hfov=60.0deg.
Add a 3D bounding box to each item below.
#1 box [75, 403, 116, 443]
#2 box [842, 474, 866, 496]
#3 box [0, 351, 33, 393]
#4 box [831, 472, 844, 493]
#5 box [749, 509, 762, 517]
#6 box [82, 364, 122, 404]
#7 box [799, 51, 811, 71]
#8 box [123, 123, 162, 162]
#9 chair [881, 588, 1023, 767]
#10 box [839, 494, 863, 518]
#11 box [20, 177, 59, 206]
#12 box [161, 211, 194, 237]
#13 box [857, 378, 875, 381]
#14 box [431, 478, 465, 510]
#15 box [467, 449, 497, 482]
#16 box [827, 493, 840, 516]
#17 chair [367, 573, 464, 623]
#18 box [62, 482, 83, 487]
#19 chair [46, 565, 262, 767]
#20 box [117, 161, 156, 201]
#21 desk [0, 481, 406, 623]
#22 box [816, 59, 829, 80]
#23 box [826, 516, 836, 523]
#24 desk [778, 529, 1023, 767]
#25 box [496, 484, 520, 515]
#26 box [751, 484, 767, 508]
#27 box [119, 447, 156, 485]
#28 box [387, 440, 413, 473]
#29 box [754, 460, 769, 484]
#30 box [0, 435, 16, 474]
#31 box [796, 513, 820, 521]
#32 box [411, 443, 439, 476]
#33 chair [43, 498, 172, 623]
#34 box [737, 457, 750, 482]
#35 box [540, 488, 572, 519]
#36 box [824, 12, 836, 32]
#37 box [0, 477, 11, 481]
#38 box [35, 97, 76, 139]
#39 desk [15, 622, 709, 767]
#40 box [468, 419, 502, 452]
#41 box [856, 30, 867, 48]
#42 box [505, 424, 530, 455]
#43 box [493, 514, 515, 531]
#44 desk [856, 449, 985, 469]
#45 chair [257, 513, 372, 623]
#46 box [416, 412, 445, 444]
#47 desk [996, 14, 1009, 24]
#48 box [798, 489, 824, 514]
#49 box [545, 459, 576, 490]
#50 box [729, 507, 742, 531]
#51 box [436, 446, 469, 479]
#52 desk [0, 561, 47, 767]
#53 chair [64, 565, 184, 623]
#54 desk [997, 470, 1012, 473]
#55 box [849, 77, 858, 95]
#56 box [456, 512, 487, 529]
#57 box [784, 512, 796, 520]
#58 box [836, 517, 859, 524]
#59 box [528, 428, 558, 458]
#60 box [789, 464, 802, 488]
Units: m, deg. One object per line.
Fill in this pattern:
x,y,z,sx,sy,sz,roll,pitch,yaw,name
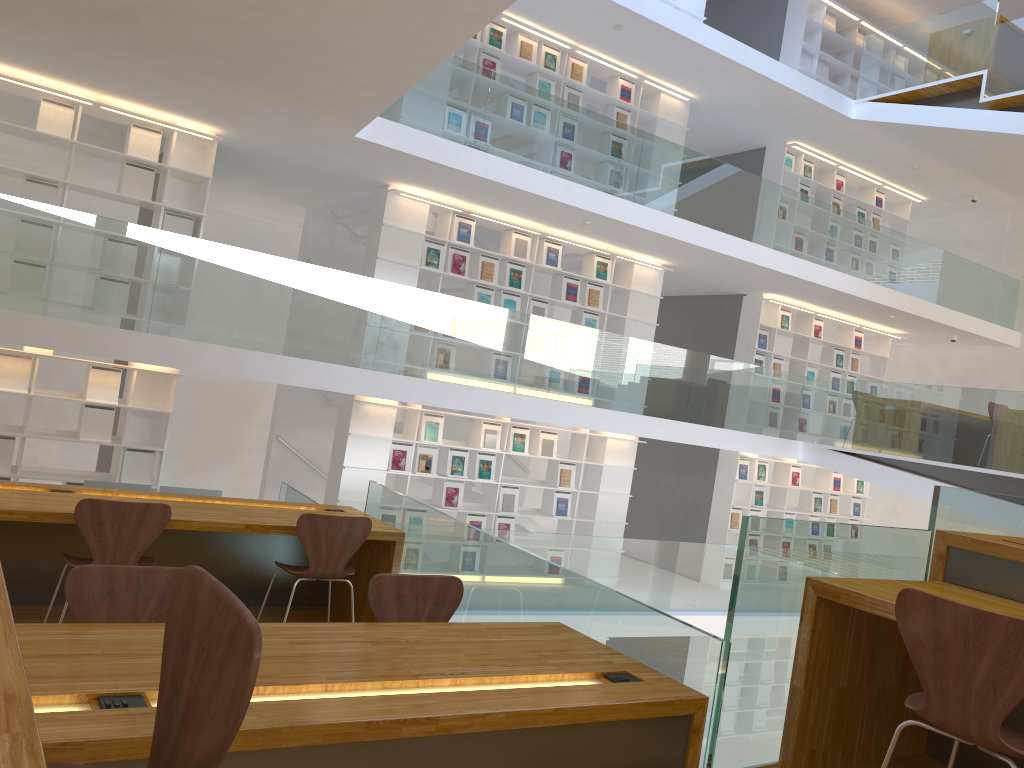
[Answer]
-3.528,0.323,7.522,0.245,0.296,0.274,10,-1,-33,box
5.061,1.474,13.109,0.245,0.296,0.274,10,-1,-33,box
-4.036,-0.099,7.161,0.245,0.296,0.274,10,-1,-33,box
4.626,1.399,12.824,0.245,0.296,0.274,10,-1,-33,box
3.199,1.819,11.945,0.245,0.296,0.274,10,-1,-33,box
-3.476,-0.001,7.530,0.245,0.296,0.274,10,-1,-33,box
3.845,-4.281,11.875,0.245,0.296,0.274,10,-1,-33,box
-3.154,-2.036,7.575,0.245,0.296,0.274,10,-1,-33,box
1.186,0.894,2.207,0.381,0.693,0.428,10,-1,-33,chair
5.010,1.797,13.102,0.245,0.296,0.274,10,-1,-33,box
-3.836,-1.488,7.182,0.245,0.296,0.274,10,-1,-33,box
-2.946,-1.334,7.763,0.245,0.296,0.274,10,-1,-33,box
5.281,0.087,13.140,0.245,0.296,0.274,10,-1,-33,box
-0.662,1.144,9.346,0.245,0.296,0.274,10,-1,-33,box
-0.330,0.875,9.537,0.245,0.296,0.274,10,-1,-33,box
4.575,1.723,12.817,0.245,0.296,0.274,10,-1,-33,box
-0.304,1.052,3.092,0.428,0.693,0.381,10,-1,-33,chair
-3.663,0.967,7.487,0.245,0.296,0.274,10,-1,-33,box
-0.575,0.590,1.057,0.381,0.693,0.428,10,-1,-33,chair
-3.206,-1.712,7.567,0.245,0.296,0.274,10,-1,-33,box
-2.278,0.975,4.393,3.236,0.918,1.285,10,-1,-33,desk
4.156,-4.227,12.078,0.245,0.296,0.274,10,-1,-33,box
4.515,2.046,12.805,0.245,0.296,0.274,10,-1,-33,box
2.365,1.029,1.888,1.527,0.785,3.243,10,-1,-33,desk
-0.080,1.251,9.728,0.245,0.296,0.274,10,-1,-33,box
3.270,1.493,11.964,0.245,0.296,0.274,10,-1,-33,box
-3.269,0.701,7.718,0.245,0.296,0.274,10,-1,-33,box
-1.165,0.729,8.992,0.245,0.296,0.274,10,-1,-33,box
3.300,1.170,11.958,0.245,0.296,0.274,10,-1,-33,box
-4.159,0.547,7.137,0.245,0.296,0.274,10,-1,-33,box
4.223,1.996,12.614,0.245,0.296,0.274,10,-1,-33,box
-0.920,0.773,9.167,0.245,0.296,0.274,10,-1,-33,box
-1.806,0.833,3.957,0.428,0.693,0.381,10,-1,-33,chair
2.991,1.119,11.756,0.245,0.296,0.274,10,-1,-33,box
0.520,1.355,10.120,0.245,0.296,0.274,10,-1,-33,box
4.258,-4.876,12.092,0.245,0.296,0.274,10,-1,-33,box
-4.198,0.874,7.137,0.245,0.296,0.274,10,-1,-33,box
-3.714,-2.134,7.206,0.245,0.296,0.274,10,-1,-33,box
-0.987,0.970,2.068,3.185,0.606,0.760,10,-1,-33,desk
-0.273,0.551,9.548,0.245,0.296,0.274,10,-1,-33,box
4.821,-4.780,12.457,0.245,0.296,0.274,10,-1,-33,box
0.036,0.604,9.750,0.245,0.296,0.274,10,-1,-33,box
-0.126,1.577,9.724,0.245,0.296,0.274,10,-1,-33,box
5.381,0.684,10.491,3.194,0.606,0.760,10,-1,-33,desk
-1.001,0.972,4.482,0.428,0.693,0.381,10,-1,-33,chair
-0.862,0.449,9.164,0.245,0.296,0.274,10,-1,-33,box
6.118,-3.327,10.355,3.196,0.606,0.760,10,-1,-33,desk
4.275,1.672,12.621,0.245,0.296,0.274,10,-1,-33,box
0.570,1.030,10.126,0.245,0.296,0.274,10,-1,-33,box
2.888,1.765,11.741,0.245,0.296,0.274,10,-1,-33,box
-0.616,0.818,9.350,0.245,0.296,0.274,10,-1,-33,box
-0.424,0.630,0.030,0.760,0.606,3.185,10,-1,-33,desk
-1.109,0.913,2.566,0.428,0.693,0.381,10,-1,-33,chair
6.353,0.880,8.948,3.196,0.757,1.248,10,-1,-33,desk
4.735,-4.127,12.457,0.245,0.296,0.274,10,-1,-33,box
-0.437,1.523,9.521,0.245,0.296,0.274,10,-1,-33,box
3.778,1.919,12.323,0.245,0.296,0.274,10,-1,-33,box
4.970,2.124,13.102,0.245,0.296,0.274,10,-1,-33,box
-2.763,1.890,8.054,7.125,3.764,0.498,10,-1,-33,box
3.864,1.266,12.324,0.245,0.296,0.274,10,-1,-33,box
